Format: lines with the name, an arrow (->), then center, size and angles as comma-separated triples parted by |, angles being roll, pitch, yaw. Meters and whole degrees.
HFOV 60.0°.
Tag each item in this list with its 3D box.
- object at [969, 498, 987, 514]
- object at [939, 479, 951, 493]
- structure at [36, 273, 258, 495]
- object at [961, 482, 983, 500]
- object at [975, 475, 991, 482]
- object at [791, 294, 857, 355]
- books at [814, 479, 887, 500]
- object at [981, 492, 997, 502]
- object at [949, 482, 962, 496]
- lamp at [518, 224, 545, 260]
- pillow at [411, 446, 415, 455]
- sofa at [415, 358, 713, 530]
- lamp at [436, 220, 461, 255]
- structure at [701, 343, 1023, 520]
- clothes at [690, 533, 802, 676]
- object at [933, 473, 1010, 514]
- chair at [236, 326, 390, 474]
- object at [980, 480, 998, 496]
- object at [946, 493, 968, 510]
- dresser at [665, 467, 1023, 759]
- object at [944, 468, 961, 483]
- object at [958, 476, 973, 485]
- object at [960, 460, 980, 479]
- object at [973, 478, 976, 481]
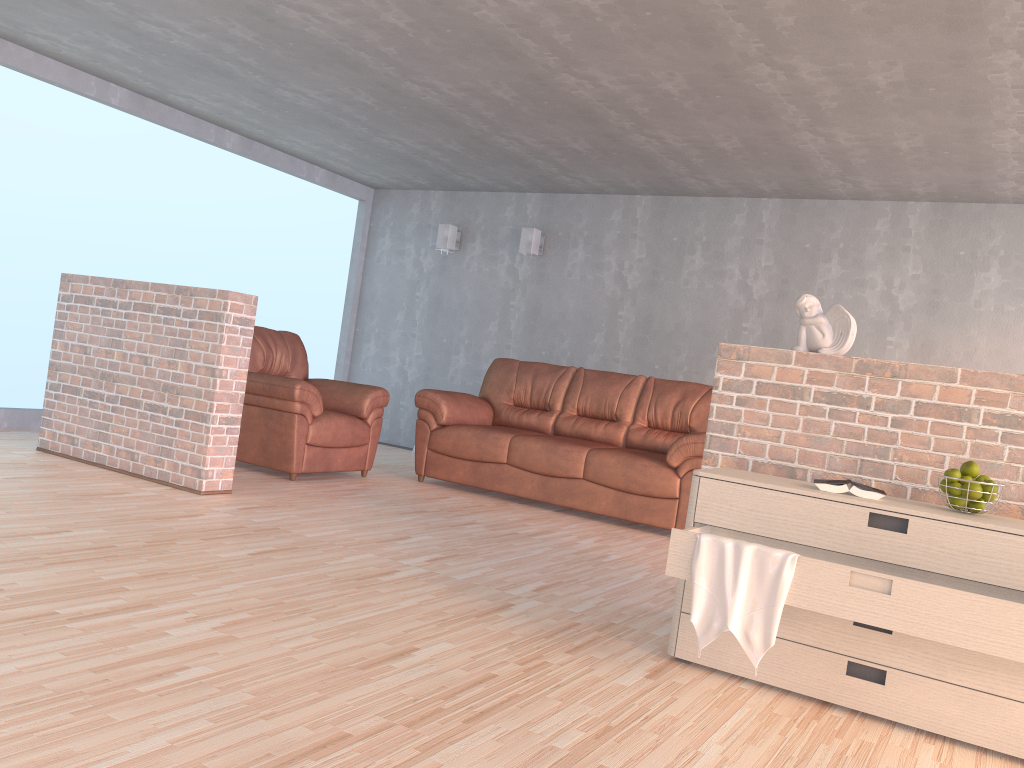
object -> 1.373, 0.358, 2.614 | 0.046, 0.048, 0.048 | 8, 1, 18
object -> 1.308, 0.305, 2.659 | 0.046, 0.044, 0.046 | 8, 1, 25
structure -> -2.075, -0.037, 4.970 | 1.422, 1.057, 0.211 | 8, 1, 30
object -> 1.346, 0.313, 2.595 | 0.057, 0.057, 0.057 | 8, 1, -27
object -> 1.396, 0.290, 2.626 | 0.043, 0.043, 0.039 | 8, 1, 15
object -> 1.114, -0.211, 3.180 | 0.216, 0.218, 0.131 | 8, 1, 29
books -> 1.045, 0.321, 2.750 | 0.209, 0.040, 0.146 | 8, 1, 20
object -> 1.412, 0.326, 2.639 | 0.053, 0.054, 0.053 | 8, 1, -25
object -> 1.310, 0.309, 2.616 | 0.038, 0.040, 0.039 | 8, 1, 38
lamp -> 0.170, -1.242, 7.777 | 0.165, 0.319, 0.177 | 8, 1, 30
pillow -> -0.704, 0.511, 7.964 | 0.327, 0.326, 0.241 | 8, 1, 34
sofa -> 0.464, 0.337, 6.130 | 2.202, 0.923, 0.981 | 8, 1, 30
lamp -> -0.593, -1.354, 8.209 | 0.165, 0.319, 0.168 | 8, 1, 30
structure -> 1.343, 0.465, 3.008 | 1.422, 1.057, 0.211 | 8, 1, 30
clothes -> 0.651, 0.632, 2.521 | 0.325, 0.369, 0.097 | 8, 1, 30
object -> 1.359, 0.334, 2.642 | 0.202, 0.104, 0.202 | 8, 1, 23
chair -> -1.469, 0.086, 5.963 | 0.936, 0.879, 0.970 | 8, 1, 29
object -> 1.389, 0.302, 2.584 | 0.046, 0.047, 0.047 | 8, 1, -23
object -> 1.329, 0.346, 2.645 | 0.059, 0.055, 0.060 | 8, 1, -15
dresser -> 1.295, 0.688, 2.486 | 1.686, 0.612, 0.605 | 8, 1, 30
object -> 1.308, 0.272, 2.634 | 0.046, 0.045, 0.046 | 8, 1, 29
object -> 1.344, 0.289, 2.628 | 0.039, 0.038, 0.039 | 8, 1, -31
object -> 1.369, 0.256, 2.650 | 0.054, 0.056, 0.054 | 8, 1, 30
object -> 1.399, 0.309, 2.683 | 0.053, 0.048, 0.054 | 8, 1, 36
